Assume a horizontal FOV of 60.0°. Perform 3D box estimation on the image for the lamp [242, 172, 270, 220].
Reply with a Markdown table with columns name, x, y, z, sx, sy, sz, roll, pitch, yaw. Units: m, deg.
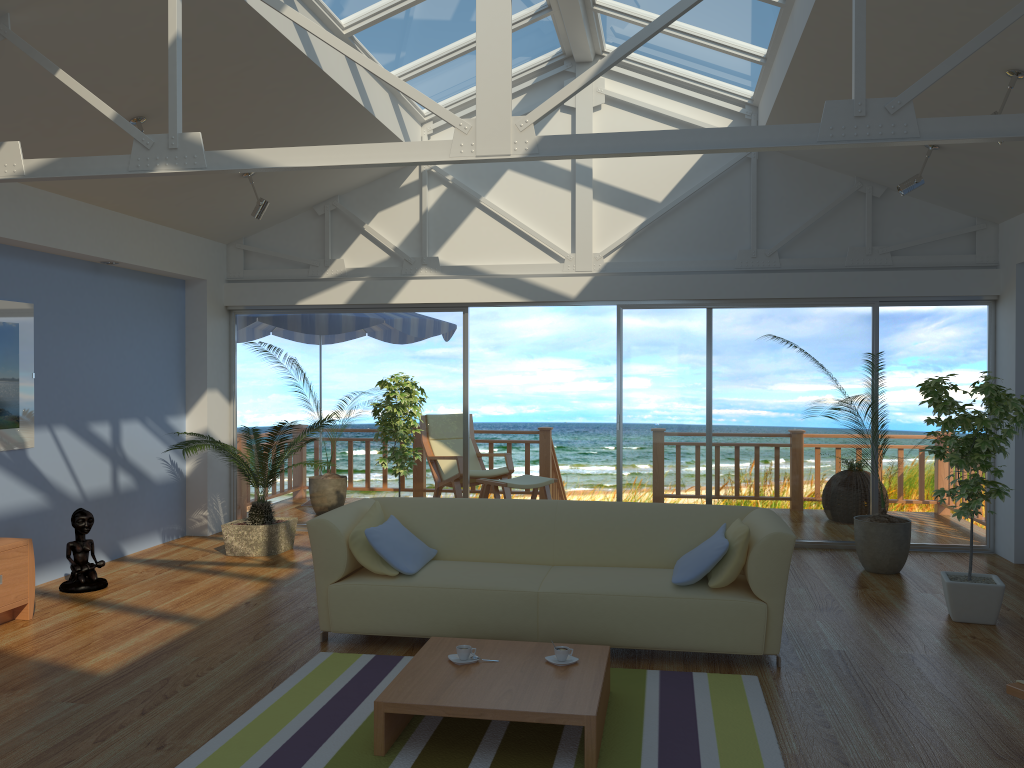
| name | x | y | z | sx | sy | sz | roll | pitch | yaw |
| --- | --- | --- | --- | --- | --- | --- | --- | --- | --- |
| lamp | -1.897 | -1.396 | 6.581 | 0.194 | 0.353 | 0.125 | 0 | 1 | -8 |

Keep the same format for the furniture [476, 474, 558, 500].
| name | x | y | z | sx | sy | sz | roll | pitch | yaw |
| --- | --- | --- | --- | --- | --- | --- | --- | --- | --- |
| furniture | 0.045 | 1.089 | 8.237 | 0.619 | 0.427 | 0.449 | 0 | 1 | -35 |

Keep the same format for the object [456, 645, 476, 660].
| name | x | y | z | sx | sy | sz | roll | pitch | yaw |
| --- | --- | --- | --- | --- | --- | --- | --- | --- | --- |
| object | -0.193 | 1.107 | 3.654 | 0.078 | 0.049 | 0.062 | -1 | 1 | -44 |

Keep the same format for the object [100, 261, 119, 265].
| name | x | y | z | sx | sy | sz | roll | pitch | yaw |
| --- | --- | --- | --- | --- | --- | --- | --- | --- | --- |
| object | -2.915 | -0.895 | 6.425 | 0.122 | 0.050 | 0.122 | 0 | 1 | -7 |

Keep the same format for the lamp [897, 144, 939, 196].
| name | x | y | z | sx | sy | sz | roll | pitch | yaw |
| --- | --- | --- | --- | --- | --- | --- | --- | --- | --- |
| lamp | 2.655 | -1.399 | 5.800 | 0.254 | 0.327 | 0.118 | 0 | 1 | 27 |

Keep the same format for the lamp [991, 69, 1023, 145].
| name | x | y | z | sx | sy | sz | roll | pitch | yaw |
| --- | --- | --- | --- | --- | --- | --- | --- | --- | --- |
| lamp | 2.445 | -1.373 | 4.412 | 0.195 | 0.351 | 0.127 | 0 | 1 | 27 |

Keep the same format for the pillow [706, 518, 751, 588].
| name | x | y | z | sx | sy | sz | roll | pitch | yaw |
| --- | --- | --- | --- | --- | --- | --- | --- | --- | --- |
| pillow | 1.079 | 0.829 | 4.480 | 0.201 | 0.311 | 0.559 | 0 | 1 | 10 |

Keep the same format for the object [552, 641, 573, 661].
| name | x | y | z | sx | sy | sz | roll | pitch | yaw |
| --- | --- | --- | --- | --- | --- | --- | --- | --- | --- |
| object | 0.213 | 1.094 | 3.637 | 0.086 | 0.077 | 0.062 | 0 | 1 | -20 |

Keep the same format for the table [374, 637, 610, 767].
| name | x | y | z | sx | sy | sz | roll | pitch | yaw |
| --- | --- | --- | --- | --- | --- | --- | --- | --- | --- |
| table | -0.036 | 1.237 | 3.519 | 0.800 | 0.198 | 0.800 | 0 | 1 | 10 |

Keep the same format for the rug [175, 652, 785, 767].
| name | x | y | z | sx | sy | sz | roll | pitch | yaw |
| --- | --- | --- | --- | --- | --- | --- | --- | --- | --- |
| rug | -0.036 | 1.345 | 3.536 | 2.100 | 0.018 | 1.400 | 0 | 1 | 10 |

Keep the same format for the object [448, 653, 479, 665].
| name | x | y | z | sx | sy | sz | roll | pitch | yaw |
| --- | --- | --- | --- | --- | --- | --- | --- | --- | --- |
| object | -0.198 | 1.131 | 3.649 | 0.118 | 0.016 | 0.118 | 0 | 1 | -24 |

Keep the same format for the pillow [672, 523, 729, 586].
| name | x | y | z | sx | sy | sz | roll | pitch | yaw |
| --- | --- | --- | --- | --- | --- | --- | --- | --- | --- |
| pillow | 0.958 | 0.865 | 4.513 | 0.272 | 0.244 | 0.566 | 0 | 1 | 12 |

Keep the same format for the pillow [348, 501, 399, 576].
| name | x | y | z | sx | sy | sz | roll | pitch | yaw |
| --- | --- | --- | --- | --- | --- | --- | --- | --- | --- |
| pillow | -0.681 | 0.824 | 4.790 | 0.275 | 0.312 | 0.571 | 0 | 1 | 7 |

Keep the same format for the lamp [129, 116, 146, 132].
| name | x | y | z | sx | sy | sz | roll | pitch | yaw |
| --- | --- | --- | --- | --- | --- | --- | --- | --- | --- |
| lamp | -2.105 | -1.395 | 5.201 | 0.254 | 0.327 | 0.118 | 0 | 1 | -8 |

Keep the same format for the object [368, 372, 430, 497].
| name | x | y | z | sx | sy | sz | roll | pitch | yaw |
| --- | --- | --- | --- | --- | --- | --- | --- | --- | --- |
| object | -0.885 | 0.609 | 7.094 | 0.495 | 1.409 | 0.699 | 0 | 1 | -17 |

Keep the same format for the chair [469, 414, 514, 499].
| name | x | y | z | sx | sy | sz | roll | pitch | yaw |
| --- | --- | --- | --- | --- | --- | --- | --- | --- | --- |
| chair | -0.473 | 0.805 | 8.969 | 0.632 | 0.982 | 0.859 | 0 | 1 | -35 |

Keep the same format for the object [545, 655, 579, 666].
| name | x | y | z | sx | sy | sz | roll | pitch | yaw |
| --- | --- | --- | --- | --- | --- | --- | --- | --- | --- |
| object | 0.204 | 1.132 | 3.635 | 0.118 | 0.016 | 0.118 | 0 | 1 | -35 |

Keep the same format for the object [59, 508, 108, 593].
| name | x | y | z | sx | sy | sz | roll | pitch | yaw |
| --- | --- | --- | --- | --- | --- | --- | --- | --- | --- |
| object | -2.781 | 1.068 | 5.761 | 0.291 | 0.517 | 0.292 | -1 | 1 | -45 |

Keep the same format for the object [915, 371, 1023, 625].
| name | x | y | z | sx | sy | sz | roll | pitch | yaw |
| --- | --- | --- | --- | --- | --- | --- | --- | --- | --- |
| object | 2.599 | 0.631 | 5.000 | 0.699 | 1.409 | 0.495 | 0 | 1 | -37 |

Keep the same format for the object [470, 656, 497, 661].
| name | x | y | z | sx | sy | sz | roll | pitch | yaw |
| --- | --- | --- | --- | --- | --- | --- | --- | --- | --- |
| object | -0.112 | 1.126 | 3.635 | 0.119 | 0.021 | 0.025 | 0 | 1 | 1 |

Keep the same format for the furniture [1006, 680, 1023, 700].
| name | x | y | z | sx | sy | sz | roll | pitch | yaw |
| --- | --- | --- | --- | --- | --- | --- | --- | --- | --- |
| furniture | 1.910 | 1.145 | 2.677 | 0.619 | 0.427 | 0.449 | 0 | 1 | -20 |

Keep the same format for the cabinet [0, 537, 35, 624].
| name | x | y | z | sx | sy | sz | roll | pitch | yaw |
| --- | --- | --- | --- | --- | --- | --- | --- | --- | --- |
| cabinet | -3.124 | 1.108 | 4.153 | 0.500 | 0.468 | 1.911 | 0 | 1 | 10 |

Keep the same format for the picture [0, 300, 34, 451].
| name | x | y | z | sx | sy | sz | roll | pitch | yaw |
| --- | --- | --- | --- | --- | --- | --- | --- | --- | --- |
| picture | -3.243 | -0.048 | 5.090 | 0.005 | 0.937 | 1.419 | 0 | 1 | 10 |

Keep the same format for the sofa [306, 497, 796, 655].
| name | x | y | z | sx | sy | sz | roll | pitch | yaw |
| --- | --- | --- | --- | --- | --- | --- | --- | --- | --- |
| sofa | 0.205 | 0.979 | 4.779 | 2.448 | 0.597 | 0.950 | 0 | 1 | 10 |

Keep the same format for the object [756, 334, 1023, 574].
| name | x | y | z | sx | sy | sz | roll | pitch | yaw |
| --- | --- | --- | --- | --- | --- | --- | --- | --- | --- |
| object | 2.666 | 0.476 | 6.169 | 1.706 | 1.695 | 1.563 | 0 | 1 | 1 |

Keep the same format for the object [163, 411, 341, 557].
| name | x | y | z | sx | sy | sz | roll | pitch | yaw |
| --- | --- | --- | --- | --- | --- | --- | --- | --- | --- |
| object | -2.048 | 0.768 | 6.986 | 1.413 | 1.093 | 1.488 | 0 | 1 | -8 |

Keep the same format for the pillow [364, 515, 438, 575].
| name | x | y | z | sx | sy | sz | roll | pitch | yaw |
| --- | --- | --- | --- | --- | --- | --- | --- | --- | --- |
| pillow | -0.585 | 0.862 | 4.782 | 0.272 | 0.244 | 0.566 | 0 | 1 | 7 |

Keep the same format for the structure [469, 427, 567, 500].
| name | x | y | z | sx | sy | sz | roll | pitch | yaw |
| --- | --- | --- | --- | --- | --- | --- | --- | --- | --- |
| structure | 0.972 | 1.349 | 9.572 | 6.950 | 2.064 | 4.086 | 0 | 1 | 10 |
